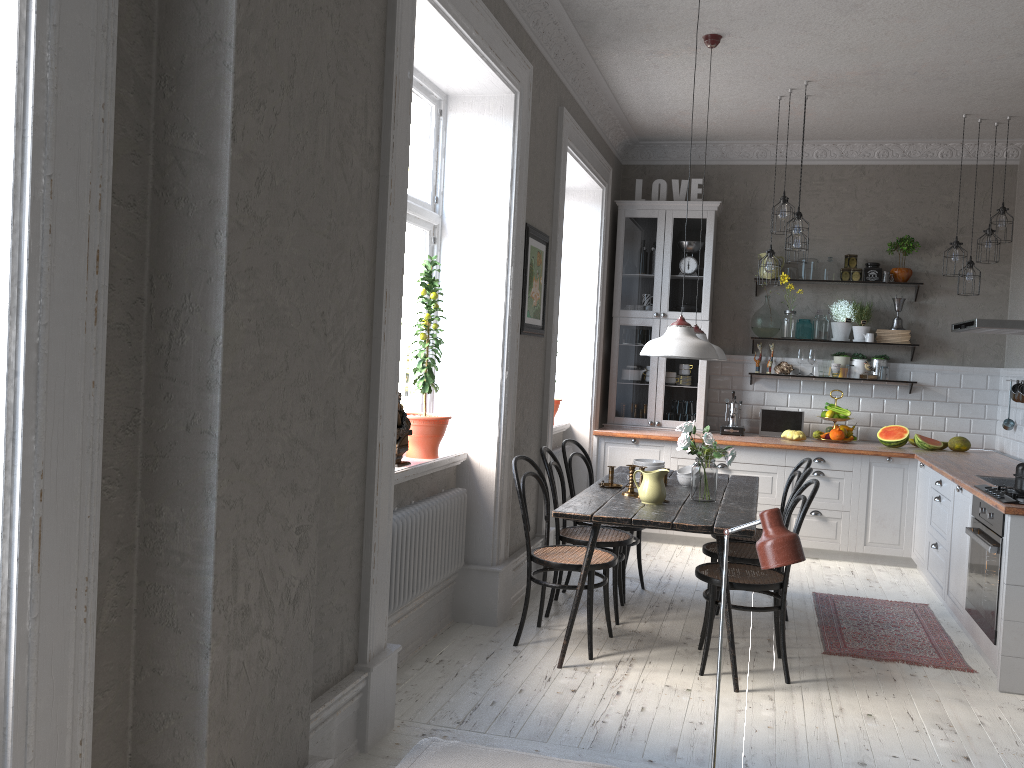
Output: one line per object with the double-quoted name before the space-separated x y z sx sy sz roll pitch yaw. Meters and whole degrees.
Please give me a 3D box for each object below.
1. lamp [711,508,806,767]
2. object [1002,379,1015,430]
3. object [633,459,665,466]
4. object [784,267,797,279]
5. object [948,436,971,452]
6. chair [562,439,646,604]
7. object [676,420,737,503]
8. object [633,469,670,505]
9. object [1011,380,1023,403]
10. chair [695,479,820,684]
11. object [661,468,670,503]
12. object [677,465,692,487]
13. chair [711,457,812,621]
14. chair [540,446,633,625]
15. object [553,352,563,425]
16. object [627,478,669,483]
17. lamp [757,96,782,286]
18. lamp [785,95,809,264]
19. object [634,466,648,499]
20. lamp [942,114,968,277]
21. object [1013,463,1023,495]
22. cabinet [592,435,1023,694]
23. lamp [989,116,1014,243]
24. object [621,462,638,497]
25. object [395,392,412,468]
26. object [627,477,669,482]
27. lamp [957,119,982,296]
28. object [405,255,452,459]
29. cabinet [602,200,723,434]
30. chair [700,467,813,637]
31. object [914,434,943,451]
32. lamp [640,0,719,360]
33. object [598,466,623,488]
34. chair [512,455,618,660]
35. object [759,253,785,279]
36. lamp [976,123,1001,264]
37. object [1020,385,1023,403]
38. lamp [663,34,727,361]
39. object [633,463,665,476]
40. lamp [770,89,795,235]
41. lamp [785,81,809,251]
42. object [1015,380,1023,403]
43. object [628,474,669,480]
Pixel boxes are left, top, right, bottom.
"lamp" 0.498 0.681 1.948 0.141 0.839 0.246 1 2 -40
"object" 3.686 0.155 6.558 0.076 0.378 0.083 3 2 15
"object" 0.778 0.484 5.042 0.179 0.094 0.180 3 2 6
"object" 2.322 -0.914 7.393 0.102 0.111 0.104 3 2 15
"object" 3.452 0.463 6.834 0.207 0.119 0.130 2 2 -23
"chair" 0.562 0.819 5.448 0.540 0.920 0.445 4 2 27
"object" 0.984 0.392 4.518 0.309 0.414 0.253 3 2 13
"object" 0.691 0.504 4.380 0.152 0.170 0.133 2 2 -24
"object" 3.613 0.052 6.303 0.106 0.161 0.139 4 2 27
"chair" 1.147 0.892 4.204 0.544 0.920 0.441 3 2 12
"object" 0.767 0.507 4.448 0.058 0.167 0.060 4 2 28
"object" 0.997 0.523 5.033 0.122 0.119 0.130 4 2 31
"chair" 1.445 0.874 5.190 0.544 0.920 0.441 3 2 12
"chair" 0.409 0.827 4.980 0.544 0.920 0.441 3 2 12
"object" 0.266 -0.098 6.720 0.254 0.813 0.265 5 3 42
"object" 0.775 0.557 5.045 0.233 0.027 0.242 4 2 33
"lamp" 1.831 -1.552 6.140 0.148 1.735 0.145 2 2 -18
"lamp" 2.006 -1.700 6.090 0.146 1.735 0.147 3 2 2
"object" 0.659 0.497 4.512 0.061 0.172 0.063 4 2 36
"lamp" 3.218 -1.643 6.331 0.150 1.735 0.143 1 3 -43
"object" 2.491 0.455 4.215 0.191 0.147 0.192 3 2 -5
"cabinet" 2.389 0.926 5.901 2.024 0.854 4.119 2 2 -29
"lamp" 3.545 -1.884 6.319 0.148 1.735 0.145 2 2 -13
"object" 0.621 0.492 4.596 0.096 0.172 0.095 3 2 -4
"object" -0.537 0.199 3.932 0.118 0.329 0.239 3 2 17
"object" 0.776 0.548 5.045 0.240 0.027 0.234 2 2 -17
"lamp" 3.373 -1.515 6.435 0.148 1.735 0.145 2 2 -13
"object" -0.413 -0.138 4.302 0.275 0.991 0.264 2 2 -36
"cabinet" 1.283 -0.552 7.510 0.871 1.921 0.391 3 2 14
"chair" 1.293 0.882 4.724 0.541 0.920 0.444 4 2 22
"object" 3.192 0.448 6.768 0.225 0.127 0.148 3 2 -3
"lamp" 0.853 -1.051 4.245 0.387 1.858 0.371 1 2 -38
"object" 0.545 0.509 4.865 0.140 0.112 0.139 3 2 -3
"chair" 0.258 0.838 4.440 0.541 0.920 0.444 4 2 22
"object" 2.155 -0.975 7.373 0.187 0.216 0.176 4 2 29
"lamp" 3.546 -1.761 6.498 0.149 1.735 0.144 2 2 -33
"object" 3.534 0.056 6.057 0.106 0.161 0.139 4 2 32
"lamp" 1.103 -1.068 5.113 0.374 1.858 0.385 4 2 22
"object" 0.777 0.504 5.043 0.179 0.094 0.180 3 2 6
"lamp" 1.868 -1.884 5.959 0.146 1.735 0.147 3 2 2
"lamp" 1.909 -1.745 5.787 0.149 1.735 0.144 2 2 -28
"object" 3.578 0.054 6.178 0.107 0.161 0.138 3 2 17
"object" 0.776 0.540 5.044 0.232 0.027 0.242 4 2 38
